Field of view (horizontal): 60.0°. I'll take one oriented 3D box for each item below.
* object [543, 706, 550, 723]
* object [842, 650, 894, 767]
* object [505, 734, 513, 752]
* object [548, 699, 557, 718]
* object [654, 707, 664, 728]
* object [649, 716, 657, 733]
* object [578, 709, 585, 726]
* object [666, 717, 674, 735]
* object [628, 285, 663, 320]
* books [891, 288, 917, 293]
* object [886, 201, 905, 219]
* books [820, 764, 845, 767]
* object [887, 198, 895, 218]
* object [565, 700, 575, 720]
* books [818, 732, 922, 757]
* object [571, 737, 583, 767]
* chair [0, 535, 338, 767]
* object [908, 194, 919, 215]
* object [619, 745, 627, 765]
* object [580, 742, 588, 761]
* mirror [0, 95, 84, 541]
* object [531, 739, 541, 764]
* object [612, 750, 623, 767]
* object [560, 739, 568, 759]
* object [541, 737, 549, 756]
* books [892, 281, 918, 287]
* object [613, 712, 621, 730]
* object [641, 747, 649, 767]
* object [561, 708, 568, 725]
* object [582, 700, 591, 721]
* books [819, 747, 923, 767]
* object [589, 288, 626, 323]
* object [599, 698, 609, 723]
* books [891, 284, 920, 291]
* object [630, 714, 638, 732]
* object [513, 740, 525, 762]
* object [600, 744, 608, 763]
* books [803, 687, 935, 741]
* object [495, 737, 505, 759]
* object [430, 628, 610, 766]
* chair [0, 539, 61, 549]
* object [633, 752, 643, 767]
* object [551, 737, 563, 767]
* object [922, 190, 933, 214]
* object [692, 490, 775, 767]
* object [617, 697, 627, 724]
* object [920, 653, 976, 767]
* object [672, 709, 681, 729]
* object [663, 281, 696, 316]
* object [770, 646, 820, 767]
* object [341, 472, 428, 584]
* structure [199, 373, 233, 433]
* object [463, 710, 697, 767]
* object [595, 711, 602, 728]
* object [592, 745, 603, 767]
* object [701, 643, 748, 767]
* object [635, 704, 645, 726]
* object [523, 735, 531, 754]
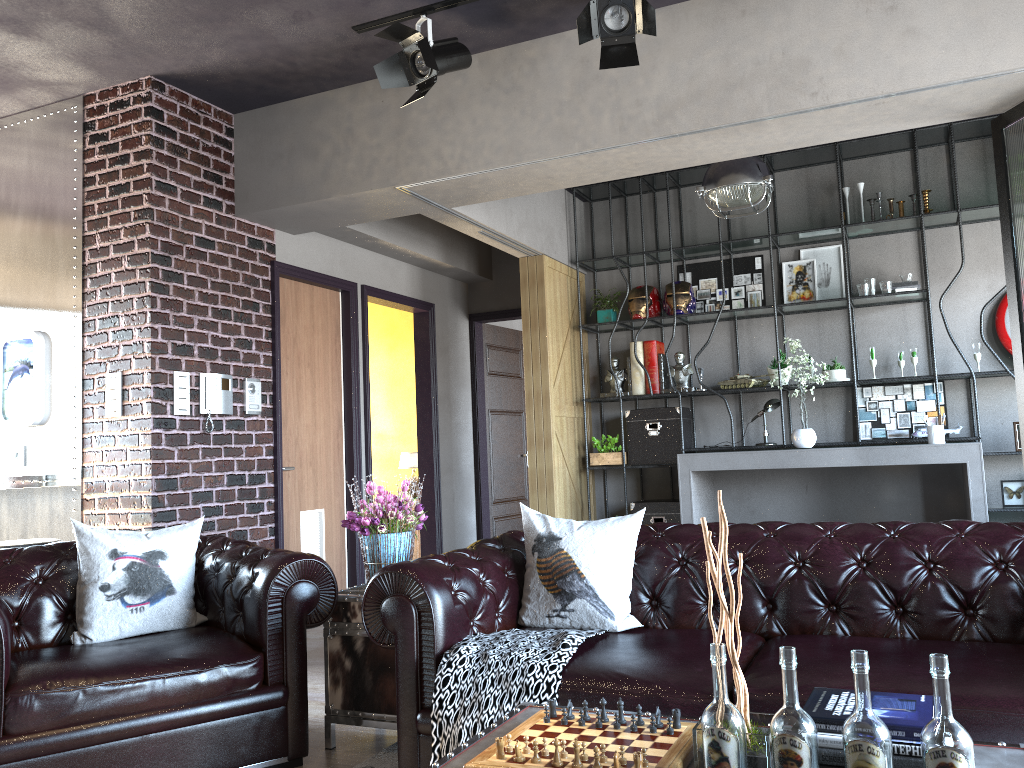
[{"bbox_3d":[0.083,0.797,2.141,0.017,0.037,0.017,-3,-5,5],"label":"object"},{"bbox_3d":[0.661,0.647,1.655,0.088,0.290,0.084,-5,-6,30],"label":"object"},{"bbox_3d":[-0.006,0.786,1.943,0.017,0.037,0.017,-4,-5,18],"label":"object"},{"bbox_3d":[0.100,0.798,2.183,0.019,0.040,0.019,-2,-5,-2],"label":"object"},{"bbox_3d":[0.340,0.777,2.072,0.026,0.044,0.026,0,-5,-20],"label":"object"},{"bbox_3d":[0.323,0.778,2.030,0.017,0.037,0.017,-5,-6,31],"label":"object"},{"bbox_3d":[0.165,0.791,2.104,0.017,0.037,0.017,-5,-6,31],"label":"object"},{"bbox_3d":[0.359,0.776,2.016,0.017,0.037,0.017,-7,-7,43],"label":"object"},{"bbox_3d":[1.144,-0.704,7.745,0.280,0.328,0.399,-5,-6,29],"label":"object"},{"bbox_3d":[3.074,-0.724,7.006,0.166,0.024,0.227,-3,-5,3],"label":"books"},{"bbox_3d":[3.024,-1.339,6.886,0.189,0.152,0.189,2,-7,-43],"label":"object"},{"bbox_3d":[0.762,0.784,1.877,0.324,0.035,0.305,-4,-5,24],"label":"books"},{"bbox_3d":[3.025,-1.363,7.064,0.080,0.226,0.080,-2,-5,-3],"label":"object"},{"bbox_3d":[0.139,0.793,2.162,0.026,0.044,0.026,0,-5,-20],"label":"object"},{"bbox_3d":[0.759,0.727,1.882,0.282,0.026,0.266,-5,-5,26],"label":"books"},{"bbox_3d":[0.134,0.760,1.831,0.025,0.059,0.025,0,-6,-21],"label":"object"},{"bbox_3d":[-1.600,1.067,3.530,1.492,0.846,1.243,1,-6,-35],"label":"chair"},{"bbox_3d":[3.157,-1.380,6.952,0.084,0.233,0.084,-3,-5,5],"label":"object"},{"bbox_3d":[0.229,0.767,1.836,0.017,0.037,0.017,-4,-5,18],"label":"object"},{"bbox_3d":[0.152,0.773,1.870,0.017,0.037,0.017,-4,-5,18],"label":"object"},{"bbox_3d":[-3.059,-0.028,5.565,1.047,3.465,0.050,-5,-6,24],"label":"mirror"},{"bbox_3d":[0.050,0.772,1.869,0.022,0.047,0.022,1,-6,-33],"label":"object"},{"bbox_3d":[0.213,0.761,1.794,0.026,0.044,0.026,0,-5,-21],"label":"object"},{"bbox_3d":[0.110,0.777,1.890,0.017,0.037,0.017,-4,-5,18],"label":"object"},{"bbox_3d":[0.071,0.780,1.909,0.017,0.037,0.017,-4,-5,18],"label":"object"},{"bbox_3d":[3.074,-0.774,7.004,0.225,0.029,0.179,-4,-5,16],"label":"books"},{"bbox_3d":[0.244,0.785,2.069,0.017,0.037,0.017,-5,-6,31],"label":"object"},{"bbox_3d":[0.271,0.764,1.818,0.017,0.037,0.017,-4,-5,18],"label":"object"},{"bbox_3d":[0.125,0.794,2.121,0.017,0.037,0.017,-5,-6,31],"label":"object"},{"bbox_3d":[0.178,0.788,2.147,0.022,0.047,0.022,0,-6,-21],"label":"object"},{"bbox_3d":[0.755,0.752,1.869,0.315,0.026,0.269,-4,-5,24],"label":"books"},{"bbox_3d":[0.838,-0.681,7.899,0.324,0.340,0.294,-1,-5,-19],"label":"object"},{"bbox_3d":[0.220,0.781,2.128,0.025,0.055,0.024,0,-6,-21],"label":"object"},{"bbox_3d":[3.086,-0.748,7.004,0.243,0.024,0.175,-4,-5,20],"label":"books"},{"bbox_3d":[0.281,0.782,2.049,0.017,0.037,0.017,-5,-6,31],"label":"object"},{"bbox_3d":[0.015,0.777,1.884,0.026,0.044,0.026,0,-5,-21],"label":"object"},{"bbox_3d":[0.191,0.770,1.852,0.017,0.037,0.017,-4,-5,18],"label":"object"},{"bbox_3d":[0.758,0.699,1.885,0.251,0.030,0.236,-5,-5,26],"label":"books"},{"bbox_3d":[-0.025,0.782,1.903,0.019,0.040,0.019,-5,-6,28],"label":"object"},{"bbox_3d":[-0.216,1.111,2.626,0.561,0.570,1.698,-7,-7,44],"label":"object"},{"bbox_3d":[-2.642,1.236,4.730,0.439,0.782,0.438,-3,-5,3],"label":"chair"},{"bbox_3d":[0.253,0.760,1.776,0.019,0.040,0.019,-5,-6,28],"label":"object"},{"bbox_3d":[0.093,0.765,1.847,0.025,0.055,0.024,0,-6,-21],"label":"object"},{"bbox_3d":[3.191,-1.391,6.829,0.130,0.233,0.130,-3,-5,2],"label":"object"},{"bbox_3d":[0.475,0.524,1.913,0.156,0.584,0.184,-5,-6,24],"label":"object"},{"bbox_3d":[0.259,0.777,2.112,0.025,0.059,0.025,-4,-5,18],"label":"object"},{"bbox_3d":[0.784,0.638,1.600,0.088,0.290,0.084,-5,-6,30],"label":"object"},{"bbox_3d":[0.382,0.776,2.056,0.019,0.040,0.019,-2,-5,-2],"label":"object"},{"bbox_3d":[1.434,-0.726,7.613,0.280,0.328,0.399,-4,-5,14],"label":"object"},{"bbox_3d":[0.543,0.656,1.709,0.088,0.290,0.084,-5,-6,30],"label":"object"},{"bbox_3d":[-0.523,0.614,3.713,0.352,0.484,0.348,1,-6,-35],"label":"object"},{"bbox_3d":[-1.837,0.123,5.549,0.068,0.371,0.279,-5,-6,24],"label":"structure"},{"bbox_3d":[0.178,0.817,1.975,0.429,0.036,0.429,-4,-5,24],"label":"object"},{"bbox_3d":[0.204,0.788,2.086,0.017,0.037,0.017,-5,-6,31],"label":"object"},{"bbox_3d":[0.173,0.763,1.812,0.022,0.047,0.022,1,-6,-33],"label":"object"},{"bbox_3d":[0.420,0.666,1.765,0.088,0.290,0.084,-5,-6,30],"label":"object"},{"bbox_3d":[0.300,0.779,2.091,0.022,0.047,0.022,0,-6,-21],"label":"object"},{"bbox_3d":[0.032,0.783,1.928,0.017,0.037,0.017,-4,-5,18],"label":"object"}]
